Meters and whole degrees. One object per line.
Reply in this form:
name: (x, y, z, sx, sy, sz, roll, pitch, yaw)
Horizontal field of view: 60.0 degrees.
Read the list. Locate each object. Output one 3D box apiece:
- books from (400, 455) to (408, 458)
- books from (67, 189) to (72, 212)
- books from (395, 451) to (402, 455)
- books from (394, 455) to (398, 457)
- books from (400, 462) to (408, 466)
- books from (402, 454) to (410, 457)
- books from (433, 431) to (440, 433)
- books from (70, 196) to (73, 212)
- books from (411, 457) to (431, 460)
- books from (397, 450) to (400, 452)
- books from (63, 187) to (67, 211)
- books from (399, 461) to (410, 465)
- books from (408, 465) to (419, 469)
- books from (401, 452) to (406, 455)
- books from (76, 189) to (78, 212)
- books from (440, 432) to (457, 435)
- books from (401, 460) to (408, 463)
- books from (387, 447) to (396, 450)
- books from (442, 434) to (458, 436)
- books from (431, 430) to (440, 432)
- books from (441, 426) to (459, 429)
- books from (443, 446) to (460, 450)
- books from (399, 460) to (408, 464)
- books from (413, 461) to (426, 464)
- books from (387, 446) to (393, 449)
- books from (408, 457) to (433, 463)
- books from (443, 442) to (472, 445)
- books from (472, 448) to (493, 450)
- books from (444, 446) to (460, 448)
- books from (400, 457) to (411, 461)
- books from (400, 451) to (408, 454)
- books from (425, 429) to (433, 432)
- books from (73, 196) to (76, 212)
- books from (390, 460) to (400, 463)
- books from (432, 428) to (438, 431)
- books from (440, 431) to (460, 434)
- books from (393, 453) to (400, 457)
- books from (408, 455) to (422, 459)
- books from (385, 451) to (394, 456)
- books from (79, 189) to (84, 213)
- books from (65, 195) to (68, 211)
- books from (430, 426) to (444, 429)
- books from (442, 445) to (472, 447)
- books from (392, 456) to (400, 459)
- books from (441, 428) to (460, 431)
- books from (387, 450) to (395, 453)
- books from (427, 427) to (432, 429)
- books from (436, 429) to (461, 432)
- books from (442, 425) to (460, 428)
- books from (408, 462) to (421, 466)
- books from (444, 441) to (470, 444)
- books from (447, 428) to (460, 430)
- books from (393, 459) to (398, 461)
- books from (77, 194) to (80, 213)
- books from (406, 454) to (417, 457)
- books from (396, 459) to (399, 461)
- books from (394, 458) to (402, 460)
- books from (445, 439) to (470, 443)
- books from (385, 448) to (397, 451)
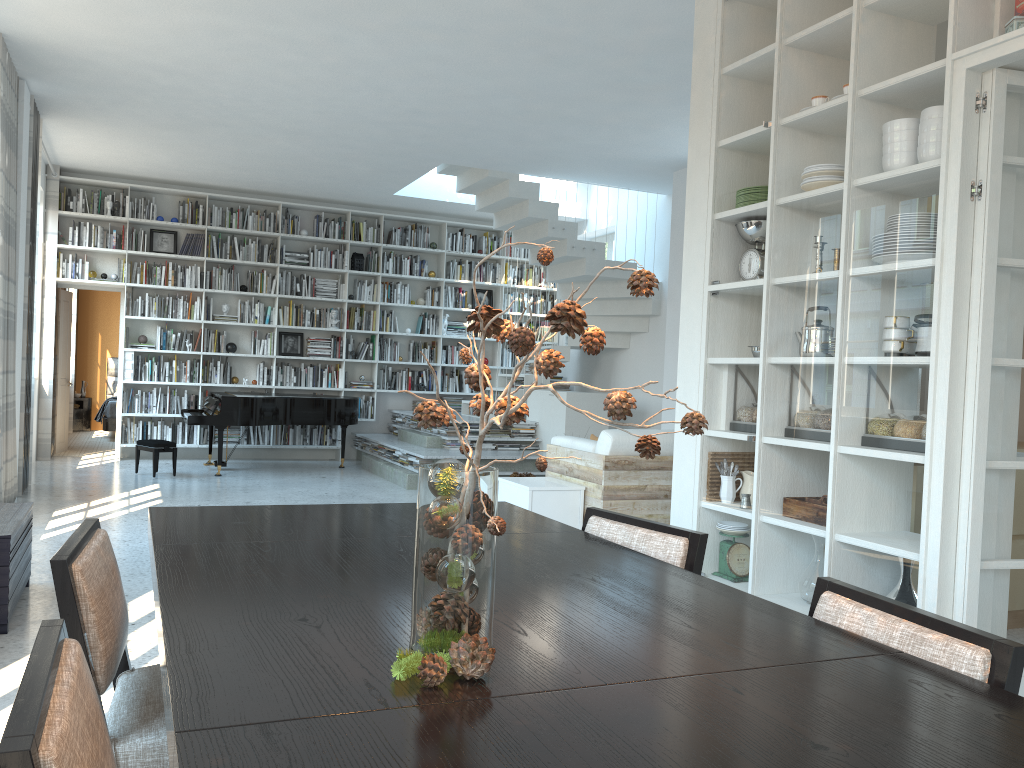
books: (-1.049, 0.761, 9.264, 0.168, 0.013, 0.281, 2, 1, -28)
books: (-4.951, -2.035, 9.920, 0.025, 0.269, 0.177, 2, 1, -23)
books: (-1.152, 0.742, 9.546, 0.141, 0.028, 0.222, 2, 1, -28)
books: (-1.165, 0.775, 9.542, 0.171, 0.007, 0.260, 2, 0, -20)
books: (-1.060, 0.835, 9.262, 0.191, 0.016, 0.208, 2, 0, -18)
books: (-1.041, 0.744, 9.267, 0.175, 0.006, 0.251, 2, 0, -23)
books: (-0.797, 0.545, 9.990, 0.142, 0.020, 0.230, 2, 0, -18)
books: (-4.929, -1.993, 9.932, 0.028, 0.186, 0.182, 2, 1, -23)
books: (-0.923, 0.749, 8.986, 0.165, 0.015, 0.243, 2, 0, -19)
books: (-1.153, 0.721, 9.545, 0.139, 0.013, 0.288, 2, 0, -18)
books: (-4.992, -2.045, 9.905, 0.014, 0.286, 0.175, 2, 1, -23)
books: (-1.050, 0.823, 9.266, 0.178, 0.009, 0.276, 2, 0, -25)
books: (-0.932, 0.842, 8.986, 0.184, 0.017, 0.230, 2, 0, -21)
books: (-1.049, 0.727, 9.263, 0.178, 0.010, 0.195, 2, 0, -18)
books: (-4.885, -2.039, 9.959, 0.010, 0.281, 0.160, 2, 1, -23)
books: (-0.691, 0.544, 9.734, 0.161, 0.014, 0.212, 2, 0, -19)
books: (-1.041, 0.810, 9.269, 0.170, 0.006, 0.268, 2, 0, -23)
books: (-1.271, 0.714, 9.827, 0.157, 0.007, 0.268, 2, 0, -23)
books: (-0.677, 0.556, 9.740, 0.144, 0.009, 0.249, 2, 0, -23)
books: (-0.800, 0.532, 9.988, 0.154, 0.007, 0.292, 2, 0, -20)
books: (-0.677, 0.477, 9.737, 0.132, 0.009, 0.269, 2, 0, -19)
books: (-0.584, 0.689, 9.526, 0.262, 0.023, 0.200, 2, 0, -25)
books: (-1.055, 0.816, 9.263, 0.191, 0.006, 0.275, 2, 0, -21)
books: (-0.907, 0.794, 8.995, 0.137, 0.019, 0.224, 2, 0, -22)
books: (-1.274, 0.707, 9.826, 0.160, 0.008, 0.239, 2, 0, -22)
books: (-0.924, 0.770, 8.986, 0.156, 0.027, 0.287, 2, 1, -28)
books: (-0.589, 0.641, 9.541, 0.292, 0.012, 0.159, 2, 0, -20)
books: (-0.333, 0.704, 9.661, 0.208, 0.015, 0.152, 2, 0, -25)
books: (-0.591, 0.674, 9.544, 0.264, 0.006, 0.164, 2, 0, -22)
books: (-1.052, 0.786, 9.264, 0.191, 0.015, 0.246, 2, 0, -22)
books: (-1.049, 0.714, 9.262, 0.182, 0.016, 0.256, 2, 0, -20)
books: (-0.914, 0.540, 10.272, 0.132, 0.016, 0.262, 2, 0, -18)
books: (-4.912, -1.997, 9.967, 0.031, 0.195, 0.145, 2, 1, -23)
books: (-1.179, 0.833, 9.539, 0.193, 0.005, 0.224, 2, 0, -27)
books: (-0.795, 0.514, 9.990, 0.155, 0.028, 0.189, 2, 0, -22)
books: (-0.685, 0.530, 9.736, 0.152, 0.015, 0.208, 2, 0, -26)
books: (-1.167, 0.763, 9.541, 0.180, 0.017, 0.182, 2, 0, -26)
books: (-0.929, 0.736, 8.983, 0.176, 0.010, 0.266, 2, 0, -27)
books: (-1.284, 0.769, 9.824, 0.160, 0.025, 0.244, 2, 1, -28)
books: (-4.845, -2.038, 9.975, 0.028, 0.283, 0.189, 2, 1, -23)
books: (-4.978, -1.999, 9.916, 0.024, 0.195, 0.167, 2, 1, -23)
books: (-0.802, 0.487, 9.985, 0.177, 0.026, 0.230, 2, 0, -23)
books: (-0.591, 0.667, 9.544, 0.285, 0.008, 0.159, 2, 0, -25)
books: (-1.172, 0.795, 9.540, 0.189, 0.013, 0.215, 2, 0, -25)
books: (-0.673, 0.498, 9.740, 0.137, 0.012, 0.242, 2, 0, -22)
books: (-1.273, 0.749, 9.828, 0.142, 0.017, 0.239, 2, 1, -27)
books: (-0.921, 0.507, 10.268, 0.167, 0.024, 0.192, 2, 0, -22)
books: (-0.696, 0.510, 9.730, 0.185, 0.014, 0.297, 2, 0, -24)
books: (-0.679, 0.465, 9.736, 0.149, 0.014, 0.228, 2, 0, -25)
books: (-0.937, 0.811, 8.983, 0.187, 0.017, 0.205, 2, 0, -18)
books: (-0.593, 0.629, 9.552, 0.257, 0.010, 0.132, 2, 0, -19)
books: (-0.653, 0.488, 9.748, 0.091, 0.011, 0.190, 2, 0, -25)
books: (-1.163, 0.821, 9.545, 0.171, 0.005, 0.297, 2, 0, -24)
books: (-4.873, -2.011, 9.974, 0.024, 0.227, 0.157, 2, 1, -23)
books: (-0.935, 0.724, 8.980, 0.192, 0.014, 0.256, 2, 0, -27)
books: (-1.162, 0.814, 9.545, 0.159, 0.009, 0.275, 2, 0, -20)
books: (-1.167, 0.805, 9.543, 0.180, 0.008, 0.267, 2, 0, -24)
books: (-0.587, 0.612, 9.539, 0.234, 0.025, 0.157, 2, 1, -28)
books: (-1.284, 0.724, 9.822, 0.170, 0.014, 0.281, 2, 0, -26)
